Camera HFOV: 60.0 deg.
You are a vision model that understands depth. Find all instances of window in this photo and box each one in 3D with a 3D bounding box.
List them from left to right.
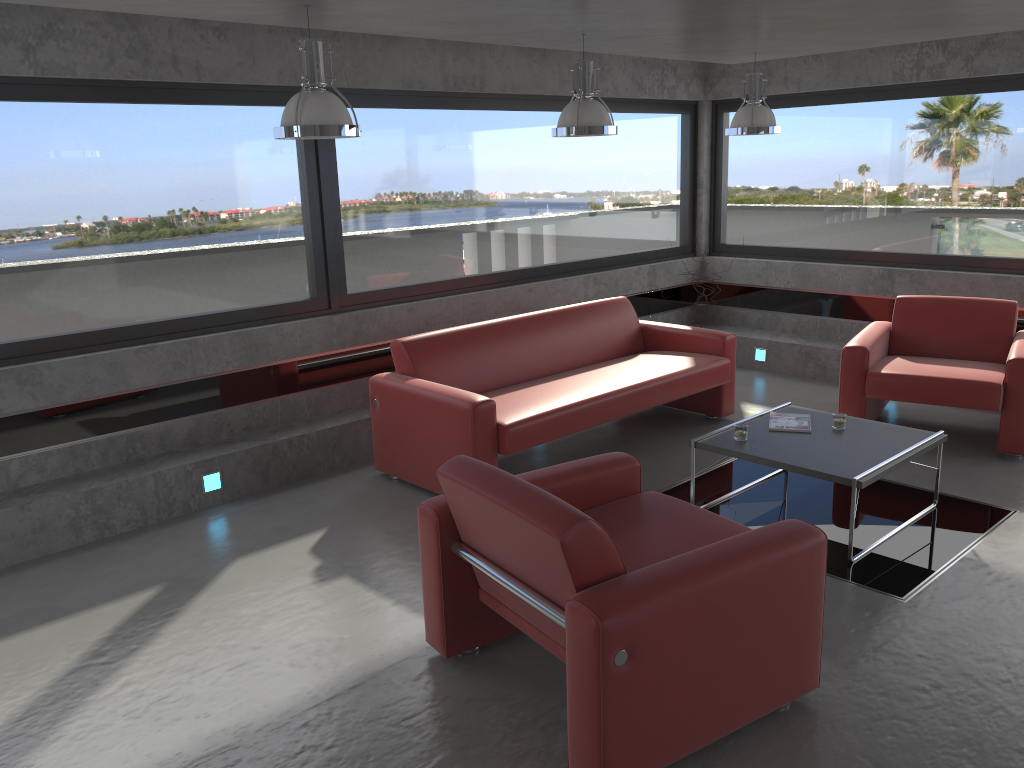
[{"bbox_3d":[-1.128,-1.281,6.179,7.800,1.364,0.003,-15,19,-41],"label":"window"},{"bbox_3d":[3.606,-1.684,7.149,0.003,1.364,4.583,-15,19,-41],"label":"window"}]

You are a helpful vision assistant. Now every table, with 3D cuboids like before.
[{"bbox_3d":[1.685,0.492,4.919,1.018,0.436,0.994,-15,19,-41],"label":"table"}]

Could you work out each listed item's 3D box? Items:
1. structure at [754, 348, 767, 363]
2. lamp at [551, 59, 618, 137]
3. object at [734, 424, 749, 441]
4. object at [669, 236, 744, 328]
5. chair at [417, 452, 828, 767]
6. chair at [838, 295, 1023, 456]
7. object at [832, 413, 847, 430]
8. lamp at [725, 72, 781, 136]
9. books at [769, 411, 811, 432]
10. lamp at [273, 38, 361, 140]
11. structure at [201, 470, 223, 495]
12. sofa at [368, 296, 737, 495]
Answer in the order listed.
[{"bbox_3d":[2.283,-0.265,8.146,0.004,0.123,0.123,-15,19,-41],"label":"structure"},{"bbox_3d":[0.421,-1.668,5.179,0.388,0.422,0.389,-15,19,-41],"label":"lamp"},{"bbox_3d":[1.260,0.265,4.878,0.079,0.077,0.079,6,16,29],"label":"object"},{"bbox_3d":[1.644,-0.650,7.734,0.466,1.289,0.531,-10,16,-29],"label":"object"},{"bbox_3d":[0.405,0.667,3.369,1.130,0.854,1.196,-11,16,-32],"label":"chair"},{"bbox_3d":[2.992,-0.118,6.164,1.196,0.854,1.130,7,16,31],"label":"chair"},{"bbox_3d":[1.851,0.211,5.013,0.079,0.077,0.079,-11,17,-33],"label":"object"},{"bbox_3d":[1.734,-2.008,6.362,0.388,0.422,0.389,8,17,35],"label":"lamp"},{"bbox_3d":[1.610,0.218,5.135,0.228,0.022,0.326,2,15,17],"label":"books"},{"bbox_3d":[-0.892,-1.328,3.996,0.388,0.422,0.389,-15,19,-41],"label":"lamp"},{"bbox_3d":[-1.789,0.586,5.292,0.123,0.123,0.004,-15,19,-41],"label":"structure"},{"bbox_3d":[0.409,-0.018,6.115,2.626,0.854,1.120,-15,19,-41],"label":"sofa"}]
